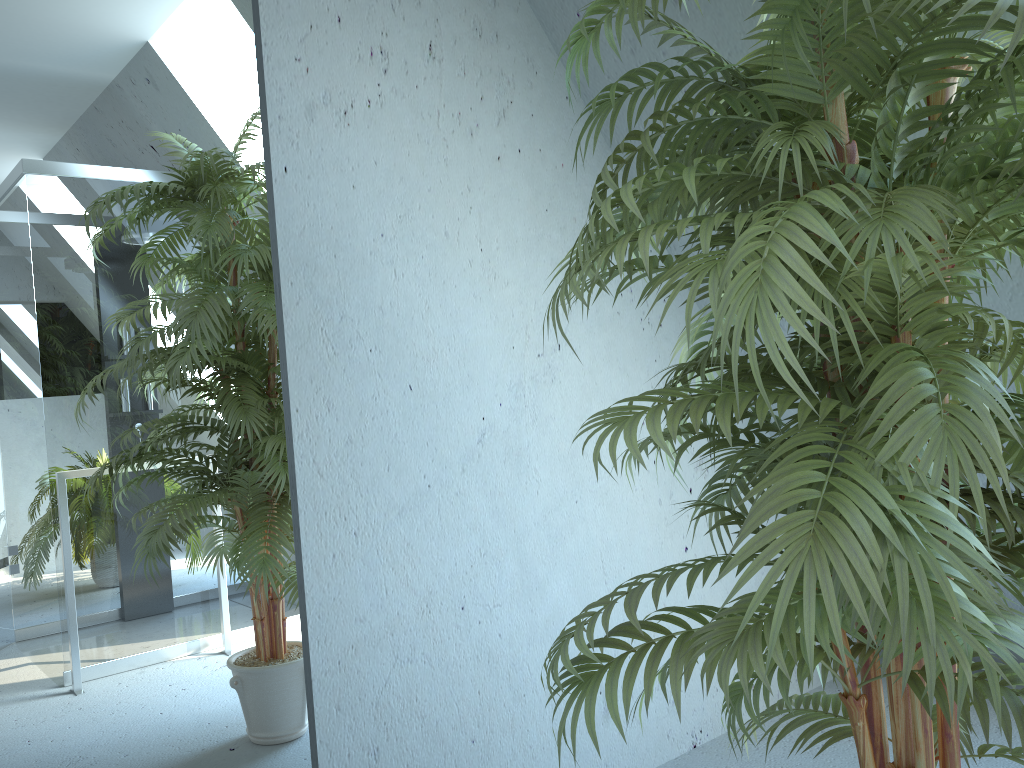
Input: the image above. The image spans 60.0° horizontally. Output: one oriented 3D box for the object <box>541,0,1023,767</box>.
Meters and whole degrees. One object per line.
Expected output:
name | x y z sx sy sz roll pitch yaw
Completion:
object | 0.510 0.011 1.224 0.980 2.034 1.020 -4 0 9
